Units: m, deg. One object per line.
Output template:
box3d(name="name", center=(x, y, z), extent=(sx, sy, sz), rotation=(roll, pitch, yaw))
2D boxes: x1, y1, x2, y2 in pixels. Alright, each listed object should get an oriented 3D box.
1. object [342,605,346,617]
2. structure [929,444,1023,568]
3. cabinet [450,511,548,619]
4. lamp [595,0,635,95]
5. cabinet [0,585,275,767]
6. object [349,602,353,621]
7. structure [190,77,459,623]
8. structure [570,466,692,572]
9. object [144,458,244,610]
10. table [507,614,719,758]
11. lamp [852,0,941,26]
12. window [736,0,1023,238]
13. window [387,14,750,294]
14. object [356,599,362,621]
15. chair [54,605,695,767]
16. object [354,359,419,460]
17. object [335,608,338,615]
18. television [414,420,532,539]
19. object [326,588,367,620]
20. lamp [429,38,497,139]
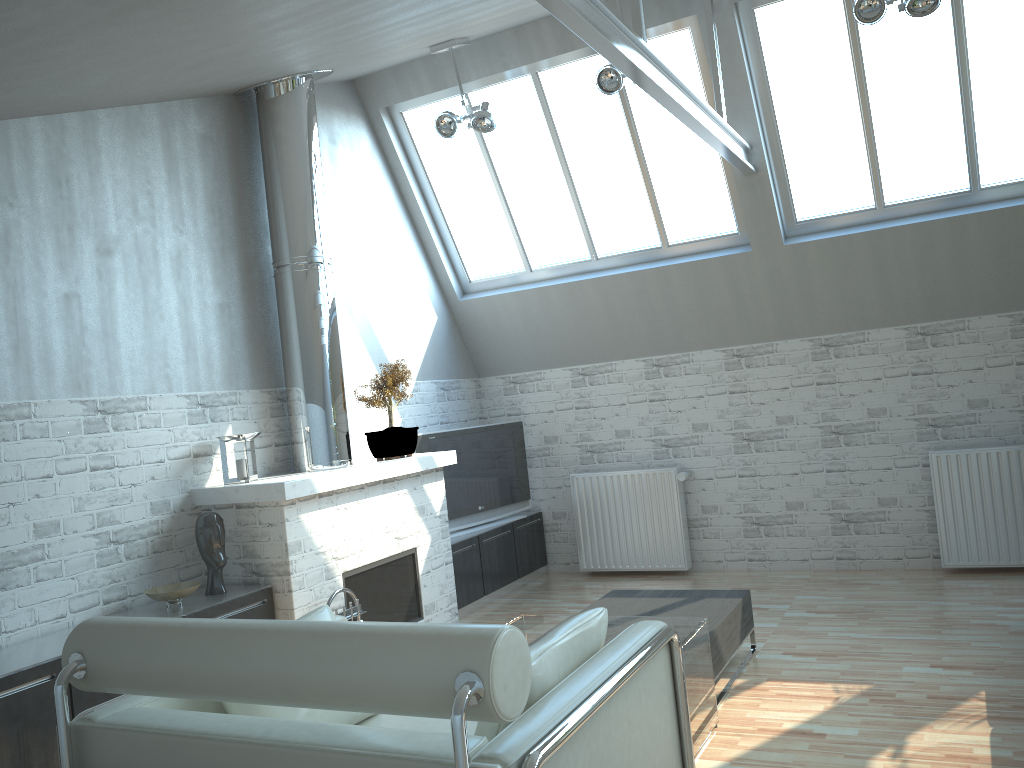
box3d(name="object", center=(-1.593, 2.687, 8.932), extent=(0.145, 0.932, 0.065), rotation=(-6, -1, 8))
box3d(name="structure", center=(6.432, 1.542, 11.285), extent=(1.892, 1.524, 0.508), rotation=(-7, -1, 27))
box3d(name="cabinet", center=(-0.584, 2.674, 13.262), extent=(0.908, 1.016, 3.234), rotation=(-7, -1, 27))
box3d(name="lamp", center=(1.277, -3.973, 10.158), extent=(0.808, 1.172, 0.619), rotation=(-7, -1, 31))
box3d(name="cabinet", center=(-3.753, 2.753, 6.999), extent=(0.914, 1.270, 4.572), rotation=(-7, -1, 27))
box3d(name="object", center=(-1.603, 2.652, 9.045), extent=(0.025, 0.855, 0.025), rotation=(-5, -2, -41))
box3d(name="structure", center=(-2.195, -0.311, 10.434), extent=(1.309, 7.180, 3.302), rotation=(-7, -1, 27))
box3d(name="structure", center=(1.881, 2.080, 13.605), extent=(1.892, 1.524, 0.508), rotation=(-7, -1, 27))
box3d(name="object", center=(-0.951, 1.819, 7.714), extent=(4.859, 2.558, 1.528), rotation=(-7, -1, 26))
box3d(name="table", center=(0.669, 2.465, 7.269), extent=(1.726, 0.867, 1.015), rotation=(-7, -1, 27))
box3d(name="lamp", center=(3.780, -4.269, 8.882), extent=(0.808, 1.172, 0.618), rotation=(-7, -1, 31))
box3d(name="window", center=(5.288, -3.597, 10.369), extent=(4.651, 2.787, 1.897), rotation=(-7, -1, 27))
box3d(name="window", center=(0.786, -3.065, 12.663), extent=(4.651, 2.787, 1.897), rotation=(-7, -1, 27))
box3d(name="object", center=(-1.551, 2.657, 9.147), extent=(0.155, 0.873, 0.026), rotation=(-7, -1, 28))
box3d(name="chair", center=(-0.578, 1.990, 4.499), extent=(2.507, 2.001, 2.201), rotation=(-7, -1, 27))
box3d(name="object", center=(-1.599, 0.311, 11.098), extent=(0.572, 1.265, 1.115), rotation=(-7, -1, 31))
box3d(name="object", center=(-1.654, 2.683, 8.803), extent=(0.146, 0.916, 0.131), rotation=(-7, -1, 27))
box3d(name="television", center=(-0.621, 1.406, 13.340), extent=(0.592, 1.514, 2.577), rotation=(-7, -2, 37))
box3d(name="object", center=(-1.700, 2.647, 9.043), extent=(0.412, 1.124, 0.584), rotation=(-7, -1, 27))
box3d(name="lamp", center=(-0.682, -3.741, 11.157), extent=(0.808, 1.172, 0.619), rotation=(-7, -1, 31))
